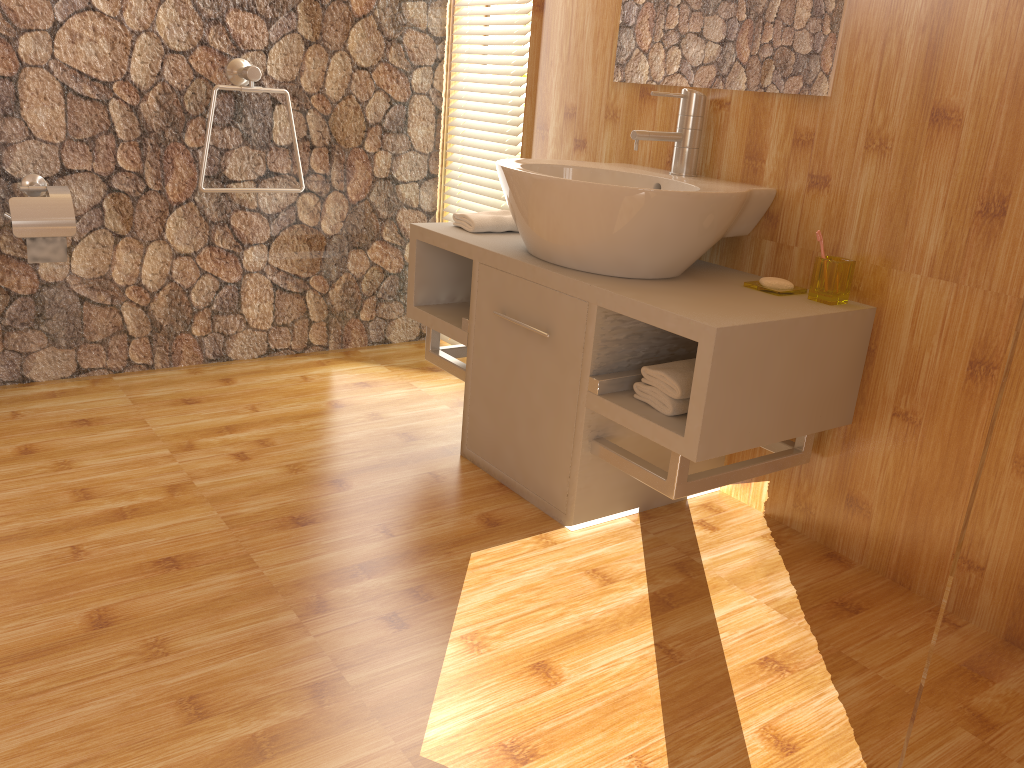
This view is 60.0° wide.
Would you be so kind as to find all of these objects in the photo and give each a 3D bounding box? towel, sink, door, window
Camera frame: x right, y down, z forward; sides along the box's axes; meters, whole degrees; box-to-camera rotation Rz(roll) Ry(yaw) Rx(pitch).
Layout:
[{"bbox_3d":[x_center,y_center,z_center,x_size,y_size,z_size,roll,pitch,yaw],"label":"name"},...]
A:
[{"bbox_3d":[-0.037,-0.456,2.472,0.225,0.048,0.140,-6,21,-29],"label":"towel"},{"bbox_3d":[0.403,-0.019,1.885,0.225,0.048,0.140,-6,21,-29],"label":"towel"},{"bbox_3d":[0.388,0.015,1.898,0.225,0.048,0.140,-6,21,-29],"label":"towel"},{"bbox_3d":[0.249,-0.496,2.096,0.533,0.409,0.634,-9,23,-35],"label":"sink"},{"bbox_3d":[1.035,-0.336,0.802,0.983,2.147,0.077,6,19,3],"label":"door"},{"bbox_3d":[1.068,-0.613,1.627,0.010,2.164,3.964,-9,23,-34],"label":"window"}]

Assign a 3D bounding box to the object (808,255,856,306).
[{"bbox_3d":[0.679,-0.220,1.883,0.060,0.093,0.060,-9,23,-34],"label":"object"}]

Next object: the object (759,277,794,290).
[{"bbox_3d":[0.588,-0.222,1.969,0.075,0.023,0.050,4,19,-1],"label":"object"}]

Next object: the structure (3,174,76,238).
[{"bbox_3d":[-1.296,-0.488,2.421,0.170,0.151,0.154,-9,23,-34],"label":"structure"}]

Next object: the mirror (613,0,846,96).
[{"bbox_3d":[0.502,-0.973,2.094,0.005,0.523,0.698,-9,23,-34],"label":"mirror"}]

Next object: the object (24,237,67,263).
[{"bbox_3d":[-1.283,-0.413,2.430,0.098,0.151,0.090,-9,23,-34],"label":"object"}]

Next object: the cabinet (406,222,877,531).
[{"bbox_3d":[0.215,-0.034,2.257,0.517,0.570,1.136,-9,23,-34],"label":"cabinet"}]

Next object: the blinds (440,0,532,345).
[{"bbox_3d":[-0.065,-1.146,2.893,0.042,2.178,0.420,-9,23,-34],"label":"blinds"}]

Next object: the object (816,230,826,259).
[{"bbox_3d":[0.660,-0.258,1.876,0.063,0.132,0.012,2,19,-7],"label":"object"}]

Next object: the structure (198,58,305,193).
[{"bbox_3d":[-0.802,-0.782,2.691,0.332,0.387,0.133,-9,23,-34],"label":"structure"}]

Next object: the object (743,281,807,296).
[{"bbox_3d":[0.585,-0.214,1.971,0.100,0.010,0.100,-9,23,-34],"label":"object"}]
